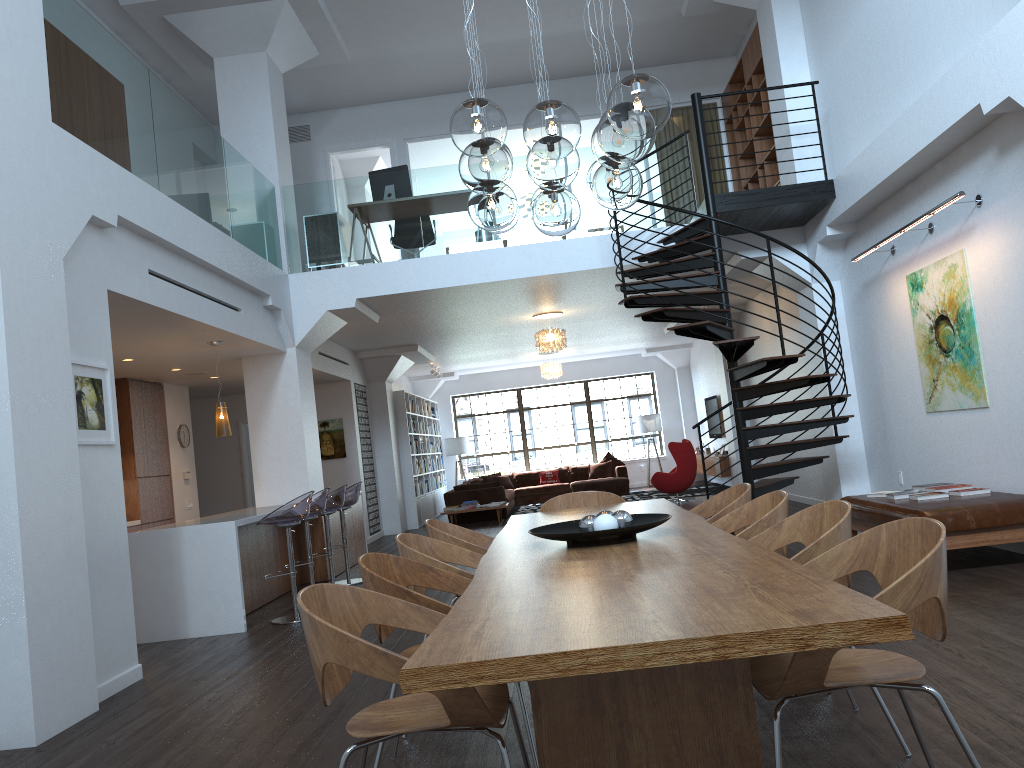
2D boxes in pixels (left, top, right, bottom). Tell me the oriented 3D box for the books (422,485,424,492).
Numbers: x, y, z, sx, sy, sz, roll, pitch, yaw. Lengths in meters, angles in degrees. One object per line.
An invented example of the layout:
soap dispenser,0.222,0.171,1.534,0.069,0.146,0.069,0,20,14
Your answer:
books,-1.733,1.957,16.504,0.161,0.207,0.135,-7,-4,2

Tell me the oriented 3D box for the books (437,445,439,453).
books,-1.702,1.389,19.303,0.174,0.236,0.142,-7,-4,2

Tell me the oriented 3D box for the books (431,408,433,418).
books,-1.811,0.618,19.073,0.183,0.253,0.042,-7,-4,2

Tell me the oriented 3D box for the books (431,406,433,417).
books,-1.809,0.621,19.117,0.183,0.253,0.042,-7,-4,2

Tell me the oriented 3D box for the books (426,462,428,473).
books,-1.740,1.629,17.338,0.161,0.223,0.026,-7,-4,2

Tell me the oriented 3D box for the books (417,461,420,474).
books,-1.794,1.549,16.333,0.171,0.246,0.057,-7,-4,2

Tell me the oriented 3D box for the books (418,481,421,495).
books,-1.765,1.906,16.122,0.183,0.253,0.042,-7,-4,2

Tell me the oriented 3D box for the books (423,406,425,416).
books,-1.852,0.549,17.857,0.161,0.223,0.032,-7,-4,2

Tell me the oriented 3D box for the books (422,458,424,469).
books,-1.771,1.562,16.849,0.176,0.290,0.053,-7,-4,2

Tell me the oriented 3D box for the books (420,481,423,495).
books,-1.749,1.924,16.360,0.183,0.253,0.042,-7,-4,2

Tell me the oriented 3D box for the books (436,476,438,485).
books,-1.648,2.069,18.508,0.180,0.259,0.060,-7,-4,2

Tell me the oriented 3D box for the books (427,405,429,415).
books,-1.830,0.579,18.514,0.183,0.253,0.034,-7,-4,2

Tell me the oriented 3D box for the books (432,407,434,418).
books,-1.799,0.629,19.247,0.183,0.253,0.042,-7,-4,2

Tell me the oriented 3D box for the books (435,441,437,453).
books,-1.714,1.366,19.048,0.171,0.246,0.039,-7,-4,2

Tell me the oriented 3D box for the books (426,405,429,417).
books,-1.831,0.577,18.432,0.171,0.246,0.057,-7,-4,2

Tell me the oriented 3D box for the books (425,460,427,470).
books,-1.756,1.610,17.265,0.183,0.253,0.034,-7,-4,2

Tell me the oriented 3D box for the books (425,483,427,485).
books,-1.702,2.010,17.084,0.128,0.178,0.021,-7,-4,2

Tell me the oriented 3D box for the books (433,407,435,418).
books,-1.793,0.638,19.378,0.183,0.253,0.042,-7,-4,2

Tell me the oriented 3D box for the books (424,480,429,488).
books,-1.701,2.002,17.341,0.140,0.231,0.042,-7,-4,2

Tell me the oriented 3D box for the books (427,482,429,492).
books,-1.698,2.004,17.174,0.146,0.202,0.027,-7,-4,2

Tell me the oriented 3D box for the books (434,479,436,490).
books,-1.652,2.061,18.147,0.161,0.223,0.026,-7,-4,2

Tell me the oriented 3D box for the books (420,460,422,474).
books,-1.781,1.562,16.584,0.183,0.253,0.034,-7,-4,2

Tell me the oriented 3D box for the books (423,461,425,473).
books,-1.766,1.583,16.891,0.183,0.253,0.034,-7,-4,2

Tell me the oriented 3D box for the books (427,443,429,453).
books,-1.772,1.280,17.801,0.171,0.246,0.036,-7,-4,2

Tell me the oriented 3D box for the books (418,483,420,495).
books,-1.760,1.917,16.052,0.161,0.223,0.033,-7,-4,2

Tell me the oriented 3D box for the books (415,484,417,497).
books,-1.770,1.888,15.644,0.161,0.223,0.032,-7,-4,2

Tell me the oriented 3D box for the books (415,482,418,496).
books,-1.780,1.884,15.764,0.180,0.251,0.048,-7,-4,2

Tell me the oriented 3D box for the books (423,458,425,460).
books,-1.761,1.581,17.121,0.176,0.290,0.036,-7,-4,2

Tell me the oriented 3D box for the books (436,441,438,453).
books,-1.706,1.374,19.213,0.183,0.253,0.042,-7,-4,2

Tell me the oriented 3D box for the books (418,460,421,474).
books,-1.793,1.551,16.415,0.183,0.253,0.034,-7,-4,2

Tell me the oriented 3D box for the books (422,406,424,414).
books,-1.854,0.549,17.745,0.161,0.207,0.130,-7,-4,2

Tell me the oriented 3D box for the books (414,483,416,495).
books,-1.779,1.875,15.569,0.174,0.240,0.054,-7,-4,2

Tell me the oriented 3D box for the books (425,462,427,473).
books,-1.755,1.600,17.168,0.180,0.259,0.060,-7,-4,2

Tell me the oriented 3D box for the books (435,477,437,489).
books,-1.653,2.055,18.264,0.183,0.253,0.034,-7,-4,2

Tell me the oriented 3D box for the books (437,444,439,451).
books,-1.690,1.407,19.358,0.161,0.207,0.135,-7,-4,2

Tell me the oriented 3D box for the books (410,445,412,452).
books,-1.840,1.174,15.733,0.120,0.167,0.020,-7,-4,2

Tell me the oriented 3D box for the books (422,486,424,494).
books,-1.745,1.939,16.449,0.174,0.236,0.142,-7,-4,2

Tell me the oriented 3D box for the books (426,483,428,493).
books,-1.704,2.006,17.114,0.139,0.191,0.036,-7,-4,2

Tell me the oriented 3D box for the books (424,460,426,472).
books,-1.751,1.596,17.085,0.183,0.253,0.034,-7,-4,2

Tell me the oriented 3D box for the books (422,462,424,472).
books,-1.765,1.577,16.783,0.160,0.250,0.026,-7,-4,2

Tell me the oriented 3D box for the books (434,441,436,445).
books,-1.722,1.358,18.975,0.183,0.253,0.042,-7,-4,2

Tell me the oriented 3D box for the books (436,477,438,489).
books,-1.644,2.065,18.425,0.183,0.253,0.034,-7,-4,2

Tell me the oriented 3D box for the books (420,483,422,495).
books,-1.759,1.916,16.274,0.180,0.259,0.042,-7,-4,2

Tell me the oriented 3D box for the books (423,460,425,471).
books,-1.761,1.585,16.924,0.183,0.253,0.034,-7,-4,2

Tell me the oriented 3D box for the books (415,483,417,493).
books,-1.785,1.878,15.682,0.183,0.253,0.042,-7,-4,2

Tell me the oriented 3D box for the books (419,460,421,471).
books,-1.787,1.553,16.449,0.183,0.253,0.034,-7,-4,2

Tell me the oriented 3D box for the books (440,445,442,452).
books,-1.672,1.431,19.774,0.182,0.215,0.188,-7,-4,2

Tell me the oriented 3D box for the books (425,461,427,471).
books,-1.748,1.622,17.234,0.161,0.223,0.027,-7,-4,2

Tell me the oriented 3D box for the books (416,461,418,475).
books,-1.807,1.535,16.125,0.171,0.246,0.057,-7,-4,2

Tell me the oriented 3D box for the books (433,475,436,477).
books,-1.653,2.051,18.461,0.176,0.290,0.036,-7,-4,2

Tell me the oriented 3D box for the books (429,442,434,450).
books,-1.720,1.342,18.621,0.140,0.231,0.042,-7,-4,2

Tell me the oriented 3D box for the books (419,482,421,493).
books,-1.757,1.916,16.195,0.171,0.246,0.039,-7,-4,2

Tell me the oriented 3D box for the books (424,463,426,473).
books,-1.763,1.601,17.046,0.174,0.240,0.045,-7,-4,2

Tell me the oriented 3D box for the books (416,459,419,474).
books,-1.809,1.519,16.209,0.176,0.290,0.053,-7,-4,2

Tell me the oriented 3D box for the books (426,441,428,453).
books,-1.774,1.264,17.628,0.174,0.251,0.051,-7,-4,2

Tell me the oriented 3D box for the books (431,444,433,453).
books,-1.729,1.353,18.434,0.134,0.184,0.030,-7,-4,2
